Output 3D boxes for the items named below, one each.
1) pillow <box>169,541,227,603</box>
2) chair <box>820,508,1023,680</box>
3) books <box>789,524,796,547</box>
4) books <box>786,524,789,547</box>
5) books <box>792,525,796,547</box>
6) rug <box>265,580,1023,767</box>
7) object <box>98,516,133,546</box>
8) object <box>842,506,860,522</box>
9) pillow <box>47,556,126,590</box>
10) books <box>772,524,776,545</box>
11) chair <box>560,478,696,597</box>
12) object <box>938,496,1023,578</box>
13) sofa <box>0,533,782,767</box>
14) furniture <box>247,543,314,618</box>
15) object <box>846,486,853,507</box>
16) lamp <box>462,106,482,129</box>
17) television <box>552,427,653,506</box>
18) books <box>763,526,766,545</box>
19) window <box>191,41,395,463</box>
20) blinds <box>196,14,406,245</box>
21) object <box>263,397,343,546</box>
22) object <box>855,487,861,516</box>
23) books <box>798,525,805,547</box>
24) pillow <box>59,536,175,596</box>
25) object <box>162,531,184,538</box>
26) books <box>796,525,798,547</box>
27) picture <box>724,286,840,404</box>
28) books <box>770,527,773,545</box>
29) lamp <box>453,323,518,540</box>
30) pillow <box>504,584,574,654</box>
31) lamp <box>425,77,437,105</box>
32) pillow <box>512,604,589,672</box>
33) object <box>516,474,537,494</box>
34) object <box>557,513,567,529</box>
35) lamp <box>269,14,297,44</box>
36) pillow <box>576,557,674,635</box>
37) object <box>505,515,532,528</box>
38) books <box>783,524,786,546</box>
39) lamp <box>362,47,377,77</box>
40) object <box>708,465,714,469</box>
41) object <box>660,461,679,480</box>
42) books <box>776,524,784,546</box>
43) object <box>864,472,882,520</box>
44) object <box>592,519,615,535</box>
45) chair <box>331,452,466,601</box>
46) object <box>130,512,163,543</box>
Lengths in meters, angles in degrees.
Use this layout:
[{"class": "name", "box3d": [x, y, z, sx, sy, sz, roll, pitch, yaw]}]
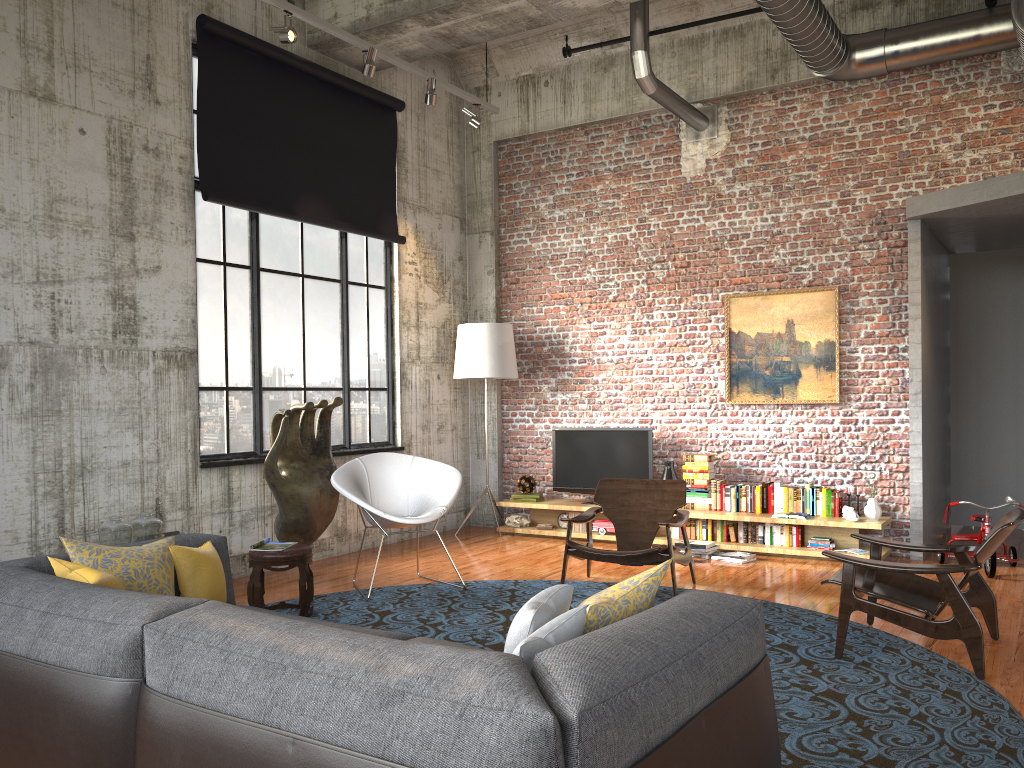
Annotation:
[{"class": "pillow", "box3d": [-1.359, 0.847, 3.895, 0.168, 0.319, 0.434, -1, 0, 6]}, {"class": "chair", "box3d": [2.314, 1.106, 4.998, 1.043, 0.793, 0.875, -1, 0, 33]}, {"class": "books", "box3d": [2.547, 1.373, 8.047, 0.026, 0.191, 0.138, 0, 0, 32]}, {"class": "books", "box3d": [2.524, 1.374, 8.057, 0.026, 0.191, 0.138, 0, 0, 32]}, {"class": "books", "box3d": [2.575, 1.378, 8.036, 0.034, 0.181, 0.131, 0, 0, 32]}, {"class": "rug", "box3d": [-0.044, 1.531, 4.669, 4.845, 0.009, 4.846, -1, -1, -12]}, {"class": "object", "box3d": [-2.619, 1.056, 5.863, 0.163, 0.361, 0.163, 0, 1, 30]}, {"class": "object", "box3d": [2.950, 1.131, 7.710, 0.123, 0.123, 0.251, -1, -1, -13]}, {"class": "pillow", "box3d": [-1.580, 0.841, 3.374, 0.405, 0.371, 0.228, -1, 0, 41]}, {"class": "books", "box3d": [2.427, 1.382, 8.140, 0.034, 0.181, 0.131, 0, 0, 32]}, {"class": "chair", "box3d": [0.886, 1.155, 6.698, 0.875, 0.793, 1.043, -1, 0, 22]}, {"class": "object", "box3d": [6.130, 1.071, 1.119, 20.835, 0.657, 8.767, -1, -1, 32]}, {"class": "sofa", "box3d": [-0.734, 1.092, 3.048, 3.004, 0.861, 1.362, -1, -1, 34]}, {"class": "furniture", "box3d": [-1.567, 1.336, 6.017, 0.432, 0.477, 0.432, -1, 0, -13]}, {"class": "object", "box3d": [3.049, 1.054, 8.016, 0.057, 0.273, 0.057, -1, 1, -8]}, {"class": "lamp", "box3d": [-0.368, -2.563, 8.524, 0.226, 0.215, 0.102, -1, 1, -17]}, {"class": "television", "box3d": [0.929, 0.842, 9.124, 1.089, 0.793, 0.285, -1, 1, 19]}, {"class": "books", "box3d": [2.345, 1.390, 8.174, 0.020, 0.168, 0.121, 0, 0, 32]}, {"class": "window", "box3d": [-1.911, -1.030, 8.106, 0.050, 3.437, 2.578, 0, 0, 32]}, {"class": "blinds", "box3d": [-1.781, -2.158, 7.992, 0.150, 1.464, 2.442, 0, 0, 32]}, {"class": "object", "box3d": [-1.748, 0.756, 7.289, 0.456, 1.297, 0.727, 0, 1, 44]}, {"class": "object", "box3d": [3.109, 1.053, 7.962, 0.057, 0.273, 0.057, -1, 1, -8]}, {"class": "books", "box3d": [2.611, 1.371, 8.003, 0.026, 0.191, 0.138, 0, 0, 32]}, {"class": "pillow", "box3d": [-1.559, 0.827, 3.632, 0.260, 0.446, 0.536, 0, 0, 39]}, {"class": "object", "box3d": [-2.416, 1.162, 6.344, 0.382, 0.153, 0.423, -1, -1, 32]}, {"class": "books", "box3d": [2.594, 1.373, 8.017, 0.019, 0.189, 0.120, 0, 1, 32]}, {"class": "picture", "box3d": [2.535, -0.345, 8.374, 1.065, 1.065, 0.040, -1, 1, 32]}, {"class": "books", "box3d": [2.397, 1.388, 8.142, 0.020, 0.168, 0.121, 0, 0, 32]}, {"class": "lamp", "box3d": [-0.266, 0.496, 9.445, 0.694, 2.244, 0.707, -1, 1, -36]}, {"class": "pillow", "box3d": [0.070, 0.771, 2.652, 0.171, 0.315, 0.364, -1, 0, 22]}, {"class": "lamp", "box3d": [-0.720, -2.574, 7.862, 0.102, 0.251, 0.165, -1, 0, -13]}, {"class": "pillow", "box3d": [0.082, 0.788, 2.454, 0.168, 0.319, 0.434, -1, 0, 31]}, {"class": "object", "box3d": [0.159, 1.079, 9.547, 0.215, 0.208, 0.216, -1, 0, 21]}, {"class": "object", "box3d": [0.557, 1.437, 9.303, 0.169, 0.172, 0.068, -1, 1, 33]}, {"class": "lamp", "box3d": [-1.650, -2.581, 6.462, 0.260, 0.211, 0.102, -1, 0, 27]}, {"class": "pillow", "box3d": [0.290, 0.786, 2.773, 0.260, 0.446, 0.536, 0, 0, 39]}, {"class": "object", "box3d": [0.075, 1.465, 9.490, 0.274, 0.133, 0.183, -1, -1, 41]}, {"class": "books", "box3d": [2.504, 1.374, 8.073, 0.026, 0.191, 0.138, 0, 0, 32]}, {"class": "lamp", "box3d": [-1.154, -2.580, 7.159, 0.102, 0.251, 0.165, -1, 0, -33]}, {"class": "object", "box3d": [1.813, 0.807, 8.618, 0.248, 0.031, 0.178, -1, -1, 32]}, {"class": "object", "box3d": [1.564, 0.996, 8.801, 0.268, 0.456, 0.268, -1, 0, -27]}, {"class": "books", "box3d": [2.451, 1.378, 8.105, 0.043, 0.186, 0.129, 0, 1, 32]}, {"class": "object", "box3d": [3.140, 0.961, 7.715, 0.197, 0.445, 0.233, -1, 1, 19]}, {"class": "object", "box3d": [1.117, 1.417, 8.846, 0.600, 0.174, 0.244, -1, 0, 23]}, {"class": "chair", "box3d": [-0.869, 1.062, 6.862, 1.057, 1.031, 0.806, -1, 0, -19]}, {"class": "object", "box3d": [-2.496, 1.057, 6.059, 0.163, 0.361, 0.163, 0, 1, 35]}]
